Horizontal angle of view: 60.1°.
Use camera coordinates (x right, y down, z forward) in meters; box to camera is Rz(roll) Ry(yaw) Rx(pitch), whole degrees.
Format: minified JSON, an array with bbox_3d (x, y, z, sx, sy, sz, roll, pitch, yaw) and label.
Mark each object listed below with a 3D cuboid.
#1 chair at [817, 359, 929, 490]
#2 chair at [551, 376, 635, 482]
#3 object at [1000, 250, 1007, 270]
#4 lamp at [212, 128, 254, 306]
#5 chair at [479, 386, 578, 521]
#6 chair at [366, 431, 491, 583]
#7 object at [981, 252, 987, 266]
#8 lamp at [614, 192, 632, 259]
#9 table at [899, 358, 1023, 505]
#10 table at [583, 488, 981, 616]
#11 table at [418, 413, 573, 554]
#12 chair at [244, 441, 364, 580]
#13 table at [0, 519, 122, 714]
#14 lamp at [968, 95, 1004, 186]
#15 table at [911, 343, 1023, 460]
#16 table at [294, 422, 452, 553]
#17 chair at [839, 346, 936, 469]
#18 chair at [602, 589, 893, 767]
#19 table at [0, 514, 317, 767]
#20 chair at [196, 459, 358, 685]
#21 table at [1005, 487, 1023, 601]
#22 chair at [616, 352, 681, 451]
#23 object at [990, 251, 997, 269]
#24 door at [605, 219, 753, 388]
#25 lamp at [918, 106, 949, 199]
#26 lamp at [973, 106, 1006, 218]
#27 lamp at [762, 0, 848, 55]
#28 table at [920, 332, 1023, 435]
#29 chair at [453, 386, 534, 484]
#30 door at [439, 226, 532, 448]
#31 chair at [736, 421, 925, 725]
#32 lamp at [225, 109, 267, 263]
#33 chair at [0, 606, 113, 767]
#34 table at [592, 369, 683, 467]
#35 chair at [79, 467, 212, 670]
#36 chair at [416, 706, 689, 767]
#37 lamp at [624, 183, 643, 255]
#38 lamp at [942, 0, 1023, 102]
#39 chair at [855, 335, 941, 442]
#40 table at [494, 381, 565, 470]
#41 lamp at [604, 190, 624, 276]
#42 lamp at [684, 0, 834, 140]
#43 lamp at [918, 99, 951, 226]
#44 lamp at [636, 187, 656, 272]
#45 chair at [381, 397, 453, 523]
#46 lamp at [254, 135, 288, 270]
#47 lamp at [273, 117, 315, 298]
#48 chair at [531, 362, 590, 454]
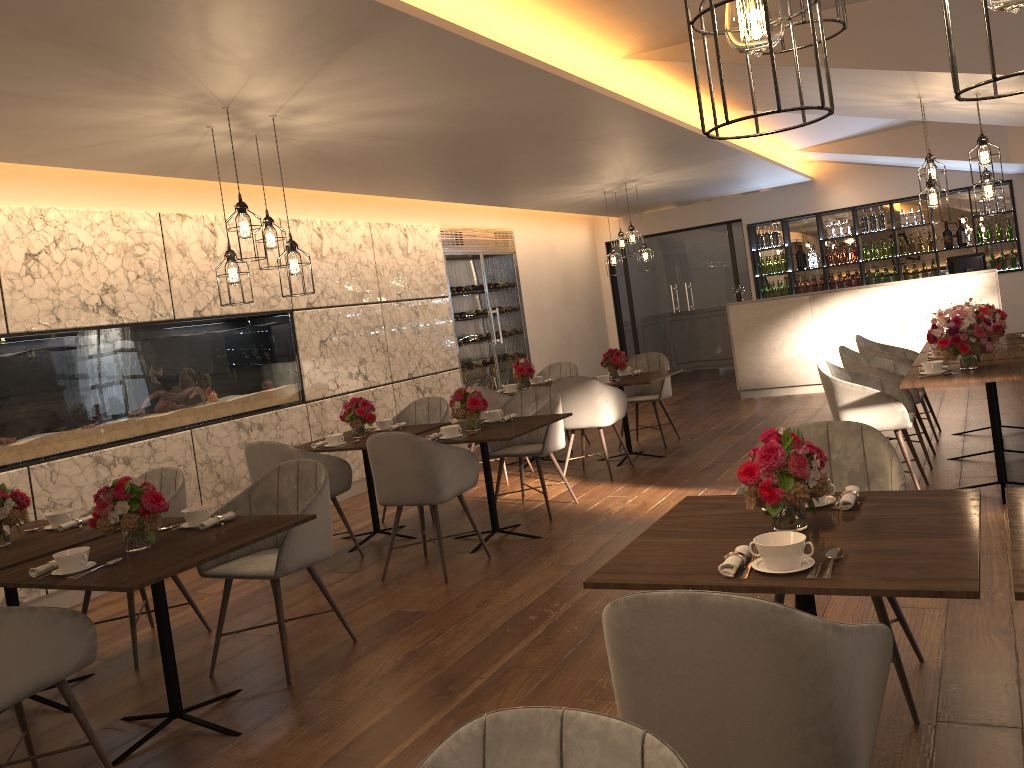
[{"bbox_3d":[2.221,0.259,5.468,0.524,0.871,0.567,-7,2,29],"label":"chair"},{"bbox_3d":[0.647,0.333,7.353,0.563,0.871,0.529,-7,2,29],"label":"chair"},{"bbox_3d":[6.203,-1.568,11.183,0.065,0.261,0.066,-8,1,7],"label":"object"},{"bbox_3d":[-1.637,-1.458,4.800,0.174,2.068,0.176,-7,1,30],"label":"lamp"},{"bbox_3d":[0.123,0.485,6.334,0.563,0.871,0.529,-7,2,29],"label":"chair"},{"bbox_3d":[-0.512,0.663,5.172,0.563,0.871,0.529,-7,2,29],"label":"chair"},{"bbox_3d":[6.010,-1.550,11.288,0.065,0.263,0.066,-8,1,7],"label":"object"},{"bbox_3d":[1.134,-2.463,10.061,0.174,2.068,0.176,-7,1,30],"label":"lamp"},{"bbox_3d":[2.835,0.271,5.184,0.893,0.720,0.901,-6,3,29],"label":"table"},{"bbox_3d":[0.830,0.762,2.437,0.893,0.720,0.901,-6,3,29],"label":"table"},{"bbox_3d":[-0.148,0.645,5.726,0.893,0.720,0.901,-6,3,29],"label":"table"},{"bbox_3d":[-1.350,0.744,5.628,0.563,0.871,0.529,-7,2,29],"label":"chair"},{"bbox_3d":[-2.192,1.070,3.913,0.893,0.720,0.901,-6,3,29],"label":"table"},{"bbox_3d":[2.845,-2.285,5.536,0.174,2.068,0.176,-7,1,30],"label":"lamp"},{"bbox_3d":[3.275,0.146,6.011,0.893,0.720,0.901,-6,3,29],"label":"table"},{"bbox_3d":[-0.985,0.727,6.181,0.893,0.720,0.901,-6,3,29],"label":"table"},{"bbox_3d":[2.660,0.134,6.294,0.524,0.871,0.567,-7,2,29],"label":"chair"},{"bbox_3d":[0.506,0.775,1.860,0.563,0.871,0.529,-7,2,29],"label":"chair"},{"bbox_3d":[-1.354,0.988,3.458,0.893,0.720,0.901,-6,3,29],"label":"table"},{"bbox_3d":[-1.084,0.827,4.065,0.563,0.871,0.529,-7,2,29],"label":"chair"},{"bbox_3d":[1.667,0.680,1.981,0.893,0.720,0.901,-6,3,29],"label":"table"},{"bbox_3d":[1.282,0.155,8.514,0.563,0.871,0.529,-7,2,29],"label":"chair"},{"bbox_3d":[6.106,-1.558,11.235,0.065,0.261,0.066,-8,1,7],"label":"object"},{"bbox_3d":[2.574,-1.125,13.216,2.100,2.331,0.275,-7,2,28],"label":"door"},{"bbox_3d":[2.809,-2.328,6.158,0.174,2.068,0.176,-7,1,30],"label":"lamp"},{"bbox_3d":[3.025,-2.137,5.829,0.174,2.068,0.176,-7,1,30],"label":"lamp"},{"bbox_3d":[0.351,-1.630,1.536,0.174,2.068,0.176,-7,1,30],"label":"lamp"},{"bbox_3d":[3.714,0.021,6.837,0.893,0.720,0.901,-6,3,29],"label":"table"},{"bbox_3d":[-0.190,0.415,7.808,0.563,0.871,0.529,-7,2,29],"label":"chair"},{"bbox_3d":[-0.226,-0.632,10.492,0.134,2.466,1.866,-7,2,29],"label":"door"},{"bbox_3d":[1.100,0.601,3.044,0.563,0.871,0.529,-7,2,29],"label":"chair"},{"bbox_3d":[-1.474,-1.650,4.464,0.174,2.068,0.176,-7,1,30],"label":"lamp"},{"bbox_3d":[-1.719,1.005,2.903,0.563,0.871,0.529,-7,2,29],"label":"chair"},{"bbox_3d":[1.012,0.316,7.906,0.893,0.720,0.901,-6,3,29],"label":"table"},{"bbox_3d":[-1.921,0.909,4.520,0.563,0.871,0.529,-7,2,29],"label":"chair"},{"bbox_3d":[0.013,0.910,0.999,0.563,0.871,0.529,-7,2,29],"label":"chair"},{"bbox_3d":[1.169,-2.420,9.439,0.174,2.068,0.176,-7,1,30],"label":"lamp"},{"bbox_3d":[0.567,-1.439,1.207,0.174,2.068,0.176,-7,1,30],"label":"lamp"},{"bbox_3d":[3.100,0.009,7.121,0.524,0.871,0.567,-7,2,29],"label":"chair"},{"bbox_3d":[0.174,0.398,8.362,0.893,0.720,0.901,-6,3,29],"label":"table"},{"bbox_3d":[1.007,-2.228,9.775,0.174,2.068,0.176,-7,1,30],"label":"lamp"},{"bbox_3d":[0.224,-1.394,1.250,0.174,2.068,0.176,-7,1,30],"label":"lamp"},{"bbox_3d":[2.682,-2.093,5.872,0.174,2.068,0.176,-7,1,30],"label":"lamp"},{"bbox_3d":[1.350,-2.272,9.732,0.174,2.068,0.176,-7,1,30],"label":"lamp"},{"bbox_3d":[-0.715,0.566,6.789,0.563,0.871,0.529,-7,2,29],"label":"chair"},{"bbox_3d":[-1.510,-1.693,5.085,0.174,2.068,0.176,-7,1,30],"label":"lamp"},{"bbox_3d":[-1.294,-1.502,4.756,0.174,2.068,0.176,-7,1,30],"label":"lamp"},{"bbox_3d":[0.445,0.237,8.969,0.563,0.871,0.529,-7,2,29],"label":"chair"}]
